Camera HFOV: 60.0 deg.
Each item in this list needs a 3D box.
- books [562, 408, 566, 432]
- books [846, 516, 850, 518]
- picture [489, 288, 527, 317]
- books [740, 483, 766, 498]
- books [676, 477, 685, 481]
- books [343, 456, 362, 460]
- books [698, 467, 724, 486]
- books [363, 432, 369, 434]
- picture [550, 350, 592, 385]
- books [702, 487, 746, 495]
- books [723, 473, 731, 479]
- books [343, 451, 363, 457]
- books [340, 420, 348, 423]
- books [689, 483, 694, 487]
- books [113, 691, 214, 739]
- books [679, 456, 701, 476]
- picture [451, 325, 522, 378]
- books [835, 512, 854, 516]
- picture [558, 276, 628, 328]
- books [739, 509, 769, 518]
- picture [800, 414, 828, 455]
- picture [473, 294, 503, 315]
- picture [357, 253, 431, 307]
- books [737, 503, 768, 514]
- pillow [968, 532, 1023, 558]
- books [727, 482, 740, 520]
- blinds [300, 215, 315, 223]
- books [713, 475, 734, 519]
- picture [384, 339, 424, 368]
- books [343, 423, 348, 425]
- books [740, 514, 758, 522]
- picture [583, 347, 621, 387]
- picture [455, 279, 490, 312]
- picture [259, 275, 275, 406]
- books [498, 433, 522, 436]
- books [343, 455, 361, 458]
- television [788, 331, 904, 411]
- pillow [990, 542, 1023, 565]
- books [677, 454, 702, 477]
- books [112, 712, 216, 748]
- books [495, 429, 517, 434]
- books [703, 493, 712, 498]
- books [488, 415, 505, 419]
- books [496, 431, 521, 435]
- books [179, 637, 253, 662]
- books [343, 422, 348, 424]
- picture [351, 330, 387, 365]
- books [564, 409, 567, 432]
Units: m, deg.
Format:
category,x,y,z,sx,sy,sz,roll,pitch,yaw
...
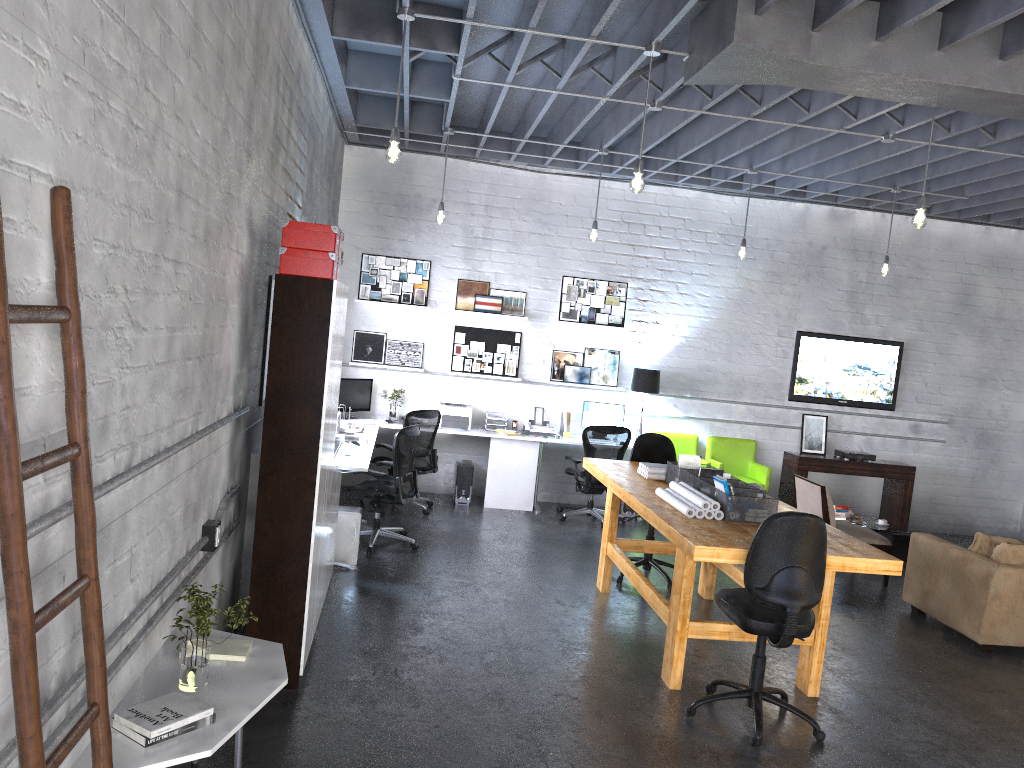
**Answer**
category,x,y,z,sx,sy,sz,roll,pitch,yaw
books,0.570,0.426,9.756,0.036,0.296,0.210,5,4,-7
books,3.418,1.373,9.334,0.223,0.032,0.161,4,4,-27
picture,-0.055,-0.892,9.746,0.410,0.277,0.036,5,5,-7
books,1.612,0.733,6.175,0.244,0.067,0.298,6,4,2
books,1.271,0.682,6.150,0.233,0.022,0.184,5,4,-9
books,-1.294,0.558,6.856,0.213,0.012,0.158,7,4,18
books,1.279,0.649,5.756,0.158,0.214,0.063,5,4,-7
books,-1.392,0.457,8.280,0.112,0.001,0.066,5,4,-20
picture,0.663,-0.187,9.886,0.452,0.346,0.054,5,5,-7
books,1.333,0.683,5.585,0.232,0.027,0.184,3,4,-35
books,1.342,0.667,5.796,0.143,0.188,0.061,5,4,-7
books,-1.292,0.536,6.861,0.212,0.010,0.170,7,4,19
books,-1.743,0.352,8.590,0.297,0.006,0.210,6,4,-7
books,1.292,0.695,5.929,0.248,0.021,0.176,5,4,-8
books,-1.106,1.049,2.819,0.185,0.022,0.234,8,4,31
books,1.263,0.621,6.295,0.158,0.200,0.082,5,4,-7
picture,-0.281,-0.357,9.763,0.749,0.504,0.058,5,5,-7
books,3.448,1.348,9.330,0.161,0.026,0.223,3,5,-38
picture,0.905,-0.913,9.851,0.749,0.504,0.058,5,5,-7
books,1.426,0.761,5.293,0.141,0.021,0.203,6,4,-6
picture,3.498,0.584,10.269,0.308,0.457,0.092,5,5,-7
picture,-0.260,-0.870,9.708,0.311,0.196,0.029,5,5,-7
picture,-1.267,-1.121,9.577,0.749,0.504,0.058,5,5,-7
books,1.424,0.739,5.286,0.127,0.022,0.181,5,4,-12
pillow,3.604,1.306,6.615,0.523,0.403,0.319,7,4,12
books,1.289,0.684,5.244,0.097,0.209,0.157,5,4,-7
blinds,-1.681,-0.484,7.511,0.100,1.634,2.116,5,4,-7
books,1.256,0.668,5.253,0.108,0.234,0.165,5,4,-7
picture,-1.175,-0.329,9.666,0.410,0.277,0.036,5,5,-7
books,-1.744,0.368,8.587,0.297,0.006,0.210,5,4,-7
books,1.420,0.785,5.294,0.155,0.029,0.225,5,4,-7
picture,0.997,-0.187,9.934,0.410,0.409,0.047,5,5,-7
picture,-0.432,-0.961,9.698,0.355,0.343,0.042,5,5,-7
picture,-1.498,-0.276,5.559,0.020,0.781,0.605,5,4,-7
books,-0.024,0.530,9.409,0.211,0.014,0.148,3,5,-43
books,-1.296,0.546,6.857,0.209,0.012,0.158,7,4,16
television,3.869,-0.146,10.261,1.324,0.817,0.021,5,5,-8
pillow,3.765,1.336,6.422,0.704,0.403,0.290,5,4,-7
books,1.263,0.612,6.326,0.171,0.211,0.046,5,5,-7
books,-1.109,1.074,2.832,0.185,0.031,0.250,8,4,35
books,-0.061,0.499,9.387,0.211,0.014,0.148,6,4,8
books,1.340,0.708,5.592,0.250,0.022,0.205,6,4,-2
books,-0.176,0.363,9.695,0.134,0.008,0.203,4,4,-24
books,-0.037,0.515,9.394,0.211,0.014,0.147,4,4,-32
books,-1.153,1.035,3.467,0.248,0.021,0.176,5,4,-8
books,-1.743,0.358,8.586,0.297,0.006,0.210,5,4,-8
picture,-1.552,-0.399,9.618,0.355,0.343,0.042,5,5,-7
books,0.578,0.426,9.761,0.043,0.296,0.210,5,4,-7
